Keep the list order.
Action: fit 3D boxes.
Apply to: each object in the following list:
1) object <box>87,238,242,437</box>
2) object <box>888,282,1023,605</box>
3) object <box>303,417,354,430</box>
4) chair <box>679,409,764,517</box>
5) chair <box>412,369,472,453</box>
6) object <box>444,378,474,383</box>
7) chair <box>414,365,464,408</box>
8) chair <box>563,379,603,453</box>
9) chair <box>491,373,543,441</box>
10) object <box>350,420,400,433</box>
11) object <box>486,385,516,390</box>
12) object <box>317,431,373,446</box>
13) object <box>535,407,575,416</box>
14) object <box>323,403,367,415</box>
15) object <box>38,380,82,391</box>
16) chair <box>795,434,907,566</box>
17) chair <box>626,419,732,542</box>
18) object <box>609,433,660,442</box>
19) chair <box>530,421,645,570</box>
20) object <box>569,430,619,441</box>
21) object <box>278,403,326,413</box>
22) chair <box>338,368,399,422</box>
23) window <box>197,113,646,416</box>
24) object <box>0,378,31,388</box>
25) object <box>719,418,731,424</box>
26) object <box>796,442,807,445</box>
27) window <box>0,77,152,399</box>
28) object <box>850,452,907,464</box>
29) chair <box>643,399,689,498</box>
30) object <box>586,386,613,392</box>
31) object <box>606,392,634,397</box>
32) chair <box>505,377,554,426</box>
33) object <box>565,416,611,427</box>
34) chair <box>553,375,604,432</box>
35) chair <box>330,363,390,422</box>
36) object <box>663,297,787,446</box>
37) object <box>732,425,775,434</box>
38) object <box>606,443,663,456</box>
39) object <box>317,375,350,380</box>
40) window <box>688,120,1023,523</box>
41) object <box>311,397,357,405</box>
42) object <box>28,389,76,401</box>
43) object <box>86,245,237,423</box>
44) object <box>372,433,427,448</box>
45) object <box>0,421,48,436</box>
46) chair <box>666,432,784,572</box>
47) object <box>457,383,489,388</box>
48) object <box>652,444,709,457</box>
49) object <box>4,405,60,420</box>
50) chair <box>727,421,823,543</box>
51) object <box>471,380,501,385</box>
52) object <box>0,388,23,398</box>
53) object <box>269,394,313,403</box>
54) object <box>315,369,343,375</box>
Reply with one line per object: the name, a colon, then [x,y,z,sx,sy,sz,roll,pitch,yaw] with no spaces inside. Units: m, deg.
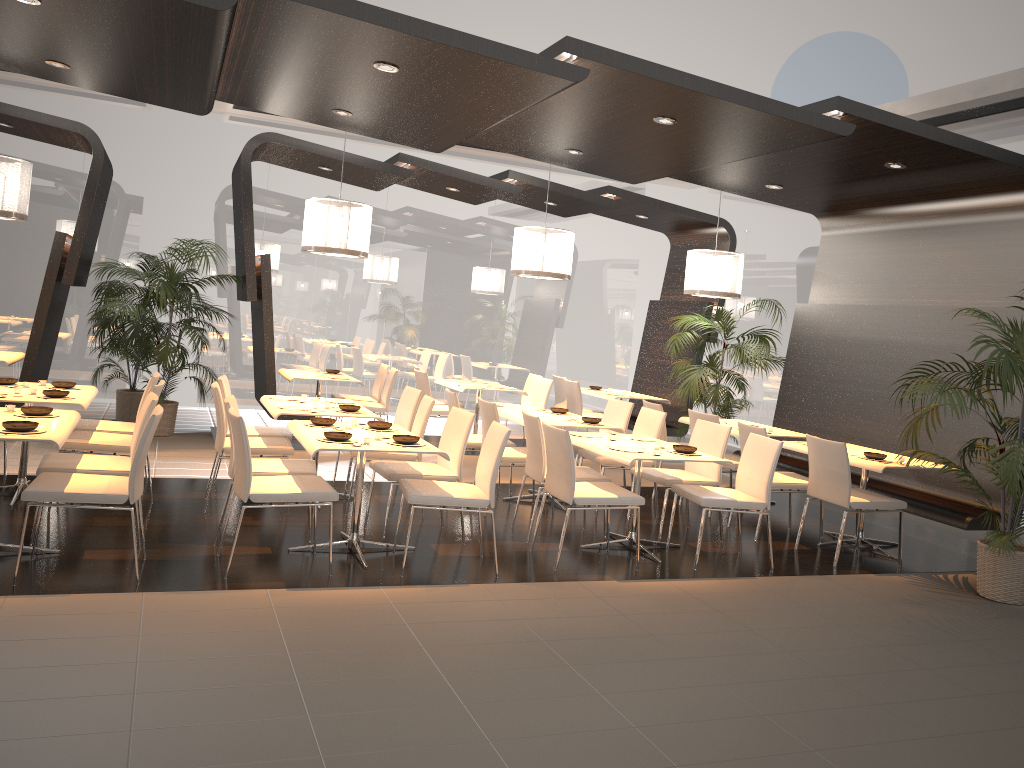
object: [-3.580,-0.487,9.166,1.557,2.061,1.510,5,1,-28]
object: [3.248,0.374,5.698,1.565,2.061,1.502,6,1,24]
object: [-1.197,0.255,5.755,0.303,0.044,0.366,4,4,-22]
chair: [1.885,0.694,7.875,0.604,0.874,0.485,5,1,-24]
chair: [-0.822,0.298,10.024,0.604,0.874,0.485,5,1,-24]
object: [-0.636,-0.045,10.741,0.334,0.038,0.378,3,5,-27]
chair: [-0.918,0.238,10.719,0.604,0.870,0.485,5,1,-14]
chair: [0.930,0.406,10.731,0.604,0.874,0.485,5,1,-19]
chair: [0.010,0.301,11.045,0.604,0.874,0.485,5,1,-19]
object: [-0.913,0.273,5.859,0.303,0.044,0.366,4,4,-22]
object: [-0.132,0.027,10.362,0.334,0.038,0.378,3,5,-32]
object: [-0.984,0.316,5.172,0.303,0.044,0.366,4,4,-22]
object: [0.388,0.240,7.981,0.303,0.044,0.366,4,4,-22]
object: [-1.264,0.183,6.691,0.303,0.044,0.366,4,4,-22]
object: [-3.342,0.007,6.532,0.303,0.044,0.366,4,4,-22]
chair: [2.496,0.843,6.523,0.604,0.870,0.485,5,1,-19]
chair: [1.289,0.720,6.757,0.604,0.874,0.485,5,1,-24]
object: [0.895,0.386,6.606,0.334,0.038,0.378,3,5,-32]
chair: [0.489,0.717,5.781,0.604,0.874,0.485,5,1,-19]
object: [0.611,0.370,6.477,0.334,0.038,0.378,3,5,-27]
object: [-1.549,0.171,6.533,0.334,0.038,0.378,3,5,-27]
chair: [-1.593,0.248,9.720,0.604,0.870,0.485,5,1,-14]
window: [-0.988,-1.487,12.696,6.564,3.982,0.070,4,0,-21]
object: [-3.643,-0.012,6.409,0.303,0.044,0.366,4,4,-22]
object: [1.940,0.343,8.536,0.334,0.038,0.378,3,5,-27]
object: [2.536,0.489,7.192,0.303,0.044,0.366,4,4,-22]
window: [-7.673,-1.904,10.096,6.564,3.982,0.070,4,0,-21]
object: [2.765,0.550,6.630,0.303,0.044,0.366,4,4,-22]
chair: [1.549,0.623,8.455,0.604,0.874,0.485,5,1,-14]
object: [1.123,0.060,11.454,0.303,0.044,0.366,4,4,-22]
object: [1.340,0.123,10.876,0.334,0.038,0.378,3,5,-27]
chair: [0.123,0.354,10.407,0.604,0.870,0.485,5,1,-19]
object: [0.622,0.304,7.376,0.303,0.044,0.366,4,4,-22]
chair: [0.818,0.348,11.369,0.604,0.870,0.485,5,1,-19]
chair: [-1.782,0.190,10.328,0.604,0.874,0.485,5,1,-19]
object: [2.410,-0.014,10.098,1.503,2.060,1.564,5,1,-8]
object: [2.186,0.401,7.986,0.303,0.044,0.366,4,4,-22]
object: [0.832,0.430,5.904,0.334,0.038,0.378,3,5,-27]
object: [-1.953,-0.086,9.652,0.334,0.038,0.378,3,5,-32]
window: [3.980,-0.882,10.476,0.070,3.977,6.607,5,3,-22]
object: [-1.471,0.126,7.277,0.334,0.038,0.378,3,5,-32]
object: [-3.117,0.066,5.984,0.303,0.044,0.366,4,4,-22]
object: [-4.175,-0.607,10.097,1.566,2.061,1.501,6,1,30]
object: [-0.674,0.333,5.316,0.303,0.044,0.366,4,4,-22]
object: [-2.563,0.217,4.555,0.303,0.044,0.366,4,4,-22]
chair: [1.472,0.784,6.086,0.604,0.874,0.485,5,1,-14]
object: [-0.444,0.013,10.163,0.334,0.038,0.378,3,5,-27]
object: [1.139,0.445,6.040,0.303,0.044,0.366,4,4,-22]
object: [-2.786,0.157,5.126,0.303,0.044,0.366,4,4,-22]
chair: [2.119,0.770,7.077,0.604,0.870,0.485,5,1,-14]
object: [-0.340,-0.033,10.942,0.334,0.038,0.378,3,5,-32]
object: [-3.417,0.052,5.847,0.334,0.038,0.378,3,5,-27]
object: [-1.771,0.111,7.105,0.334,0.038,0.378,3,5,-27]
object: [-2.103,-0.143,10.209,0.303,0.044,0.366,4,4,-22]
